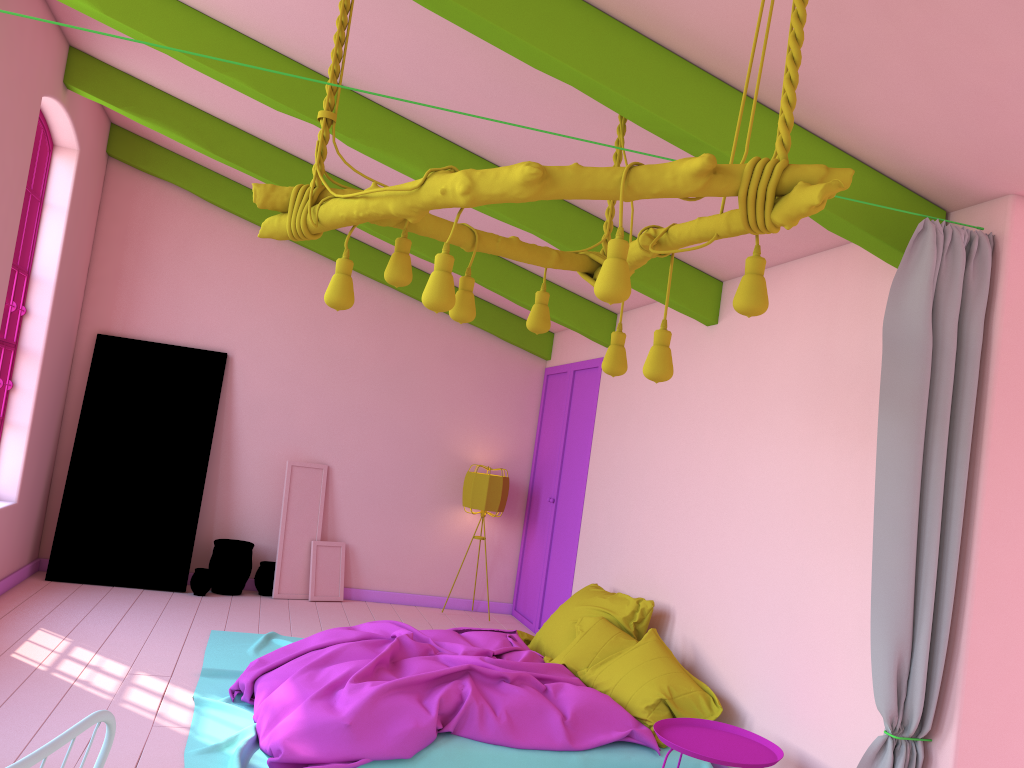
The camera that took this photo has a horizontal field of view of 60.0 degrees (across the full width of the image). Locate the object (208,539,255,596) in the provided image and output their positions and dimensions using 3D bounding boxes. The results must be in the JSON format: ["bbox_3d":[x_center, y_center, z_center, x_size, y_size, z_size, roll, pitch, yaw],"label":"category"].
[{"bbox_3d":[-2.603,1.693,8.200,0.385,0.470,0.386,6,-5,28],"label":"object"}]

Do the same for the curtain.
[{"bbox_3d":[1.548,0.749,3.616,0.519,2.783,0.525,11,-5,-34],"label":"curtain"}]

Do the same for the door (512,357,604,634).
[{"bbox_3d":[0.401,1.079,8.411,0.108,2.588,1.677,9,-4,-15],"label":"door"}]

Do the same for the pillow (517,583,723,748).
[{"bbox_3d":[0.521,1.773,5.882,0.849,0.821,2.617,10,-5,-25],"label":"pillow"}]

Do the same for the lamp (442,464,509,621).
[{"bbox_3d":[-0.306,1.544,8.766,0.491,1.465,0.477,7,-4,15],"label":"lamp"}]

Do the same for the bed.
[{"bbox_3d":[-0.475,1.756,5.346,2.803,0.513,3.577,9,-5,-15],"label":"bed"}]

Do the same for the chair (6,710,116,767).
[{"bbox_3d":[-1.132,0.949,0.943,0.924,1.237,1.080,7,-4,20],"label":"chair"}]

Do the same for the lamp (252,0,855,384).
[{"bbox_3d":[0.276,-1.178,2.907,1.612,2.263,1.775,11,-5,-33],"label":"lamp"}]

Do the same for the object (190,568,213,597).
[{"bbox_3d":[-2.774,1.772,7.923,0.199,0.234,0.199,4,-6,43],"label":"object"}]

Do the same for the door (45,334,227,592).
[{"bbox_3d":[-3.362,0.702,8.037,1.154,2.209,0.450,9,-4,-15],"label":"door"}]

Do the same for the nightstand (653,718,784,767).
[{"bbox_3d":[0.928,1.879,4.123,0.595,0.458,0.596,6,-5,23],"label":"nightstand"}]

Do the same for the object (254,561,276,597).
[{"bbox_3d":[-2.297,1.837,8.355,0.260,0.306,0.261,7,-4,18],"label":"object"}]

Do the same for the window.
[{"bbox_3d":[-3.743,-0.606,6.489,0.072,3.045,1.275,9,-4,-15],"label":"window"}]
